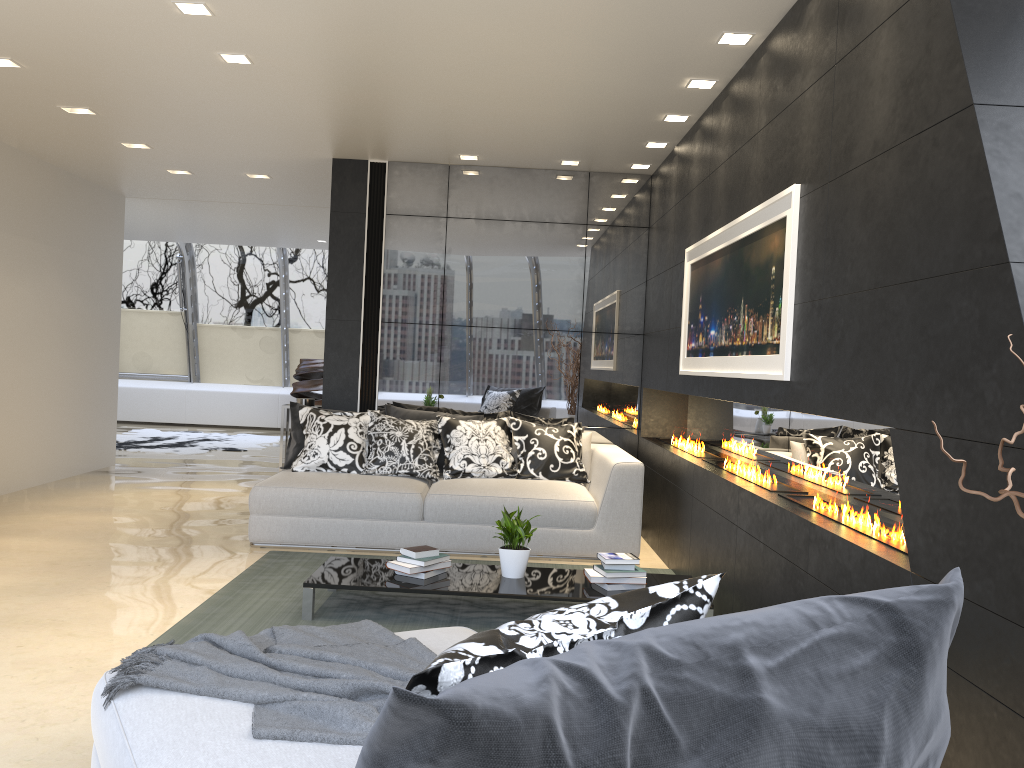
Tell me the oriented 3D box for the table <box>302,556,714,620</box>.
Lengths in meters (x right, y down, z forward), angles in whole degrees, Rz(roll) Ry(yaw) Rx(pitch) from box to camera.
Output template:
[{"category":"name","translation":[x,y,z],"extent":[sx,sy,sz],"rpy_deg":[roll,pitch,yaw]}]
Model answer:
[{"category":"table","translation":[-0.020,1.097,4.569],"extent":[1.982,0.187,0.594],"rpy_deg":[3,1,1]}]

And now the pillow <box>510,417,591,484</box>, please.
[{"category":"pillow","translation":[0.287,0.508,6.727],"extent":[0.610,0.479,0.383],"rpy_deg":[2,1,-14]}]

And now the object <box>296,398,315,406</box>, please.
[{"category":"object","translation":[-1.732,0.153,7.443],"extent":[0.153,0.059,0.151],"rpy_deg":[2,2,-41]}]

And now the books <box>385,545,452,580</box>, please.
[{"category":"books","translation":[-0.482,0.918,4.587],"extent":[0.223,0.126,0.307],"rpy_deg":[4,2,37]}]

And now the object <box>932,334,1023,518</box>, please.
[{"category":"object","translation":[1.430,0.311,1.155],"extent":[1.370,2.059,1.508],"rpy_deg":[3,1,0]}]

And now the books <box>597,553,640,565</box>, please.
[{"category":"books","translation":[0.544,0.893,4.540],"extent":[0.185,0.027,0.154],"rpy_deg":[2,1,-10]}]

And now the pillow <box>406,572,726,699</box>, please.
[{"category":"pillow","translation":[0.009,0.578,1.533],"extent":[0.683,0.528,0.431],"rpy_deg":[2,2,-36]}]

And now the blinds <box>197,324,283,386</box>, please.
[{"category":"blinds","translation":[-4.625,-0.476,15.127],"extent":[1.430,1.027,0.329],"rpy_deg":[3,1,-1]}]

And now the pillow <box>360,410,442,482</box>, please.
[{"category":"pillow","translation":[-0.795,0.463,6.532],"extent":[0.623,0.505,0.393],"rpy_deg":[3,1,-7]}]

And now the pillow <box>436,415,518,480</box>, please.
[{"category":"pillow","translation":[-0.246,0.479,6.634],"extent":[0.598,0.470,0.390],"rpy_deg":[2,1,-17]}]

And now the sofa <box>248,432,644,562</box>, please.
[{"category":"sofa","translation":[-0.451,0.737,6.545],"extent":[2.625,0.798,1.334],"rpy_deg":[3,1,-1]}]

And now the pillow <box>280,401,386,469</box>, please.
[{"category":"pillow","translation":[-1.342,0.416,6.805],"extent":[0.808,0.525,0.434],"rpy_deg":[3,1,-5]}]

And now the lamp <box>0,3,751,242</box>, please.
[{"category":"lamp","translation":[-2.958,-1.918,7.653],"extent":[9.928,0.004,9.775],"rpy_deg":[3,1,0]}]

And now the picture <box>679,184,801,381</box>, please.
[{"category":"picture","translation":[1.126,-0.438,4.661],"extent":[0.025,0.804,2.068],"rpy_deg":[3,1,-1]}]

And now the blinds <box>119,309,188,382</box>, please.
[{"category":"blinds","translation":[-6.155,-0.642,15.064],"extent":[1.376,1.214,0.387],"rpy_deg":[3,1,-1]}]

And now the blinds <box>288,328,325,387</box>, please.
[{"category":"blinds","translation":[-3.087,-0.404,15.159],"extent":[1.430,1.027,0.329],"rpy_deg":[3,1,-1]}]

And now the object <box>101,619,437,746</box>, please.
[{"category":"object","translation":[-0.599,0.847,2.316],"extent":[0.825,0.359,1.024],"rpy_deg":[2,1,-32]}]

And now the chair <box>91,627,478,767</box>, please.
[{"category":"chair","translation":[-0.134,0.909,1.850],"extent":[1.176,0.690,2.068],"rpy_deg":[2,1,-31]}]

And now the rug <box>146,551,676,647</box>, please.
[{"category":"rug","translation":[-0.121,1.183,4.698],"extent":[2.923,0.012,2.194],"rpy_deg":[3,1,0]}]

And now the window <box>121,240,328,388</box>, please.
[{"category":"window","translation":[-4.958,-0.550,7.879],"extent":[16.171,3.674,16.693],"rpy_deg":[3,1,5]}]

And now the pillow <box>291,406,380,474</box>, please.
[{"category":"pillow","translation":[-1.310,0.425,6.545],"extent":[0.607,0.483,0.368],"rpy_deg":[3,1,-2]}]

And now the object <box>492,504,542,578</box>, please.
[{"category":"object","translation":[0.009,0.822,4.634],"extent":[0.284,0.369,0.215],"rpy_deg":[2,1,-23]}]

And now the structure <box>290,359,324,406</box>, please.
[{"category":"structure","translation":[-3.252,0.222,14.377],"extent":[0.674,1.258,0.672],"rpy_deg":[2,1,-24]}]

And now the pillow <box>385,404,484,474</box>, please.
[{"category":"pillow","translation":[-0.626,0.434,6.828],"extent":[0.796,0.511,0.474],"rpy_deg":[3,1,0]}]

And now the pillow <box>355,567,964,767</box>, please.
[{"category":"pillow","translation":[0.189,0.574,1.289],"extent":[1.070,0.597,0.510],"rpy_deg":[2,1,-31]}]

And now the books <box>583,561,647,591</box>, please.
[{"category":"books","translation":[0.525,0.968,4.534],"extent":[0.307,0.126,0.223],"rpy_deg":[2,1,-12]}]

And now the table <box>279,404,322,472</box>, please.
[{"category":"table","translation":[-1.755,0.616,7.453],"extent":[0.350,0.872,0.202],"rpy_deg":[3,1,-1]}]

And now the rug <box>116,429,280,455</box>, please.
[{"category":"rug","translation":[-4.497,0.806,12.419],"extent":[2.705,0.008,3.220],"rpy_deg":[3,1,-1]}]
